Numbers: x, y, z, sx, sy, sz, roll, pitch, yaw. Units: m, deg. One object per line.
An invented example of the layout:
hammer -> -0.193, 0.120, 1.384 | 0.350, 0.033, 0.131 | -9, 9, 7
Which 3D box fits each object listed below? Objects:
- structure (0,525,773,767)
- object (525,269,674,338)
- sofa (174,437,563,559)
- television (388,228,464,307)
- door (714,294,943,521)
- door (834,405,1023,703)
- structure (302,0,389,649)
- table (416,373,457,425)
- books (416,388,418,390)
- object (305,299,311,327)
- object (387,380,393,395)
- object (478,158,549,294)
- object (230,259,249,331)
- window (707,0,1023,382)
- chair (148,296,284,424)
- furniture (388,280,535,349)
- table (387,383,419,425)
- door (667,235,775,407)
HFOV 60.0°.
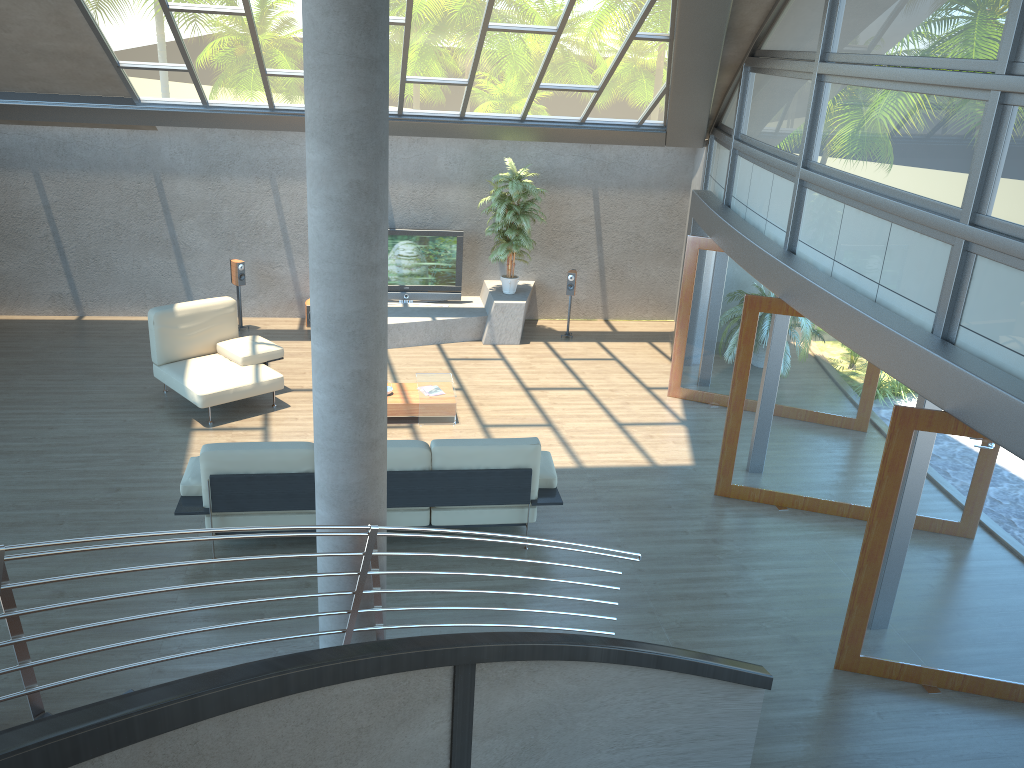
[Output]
structure -> -0.883, 1.186, 2.652 | 2.349, 3.653, 6.809 | 14, 24, 26
object -> -1.803, -1.720, 13.745 | 21.345, 0.982, 7.863 | 1, 21, -6
sofa -> -1.151, 0.749, 7.520 | 3.079, 0.947, 1.166 | 0, 21, -10
television -> -1.484, -1.652, 12.482 | 1.568, 1.063, 0.396 | 0, 21, -9
door -> 3.088, 0.300, 7.848 | 2.298, 1.977, 0.200 | 8, 22, 13
door -> 3.408, 1.196, 5.585 | 2.298, 1.977, 0.200 | 7, 22, 10
structure -> -0.762, -1.241, 4.097 | 0.381, 7.125, 0.382 | 17, 25, 31
table -> -0.851, 0.161, 9.842 | 0.400, 0.342, 0.680 | 0, 21, -9
books -> -0.926, 0.079, 9.838 | 0.189, 0.005, 0.275 | -8, 24, -28
object -> -2.752, -1.024, 12.642 | 0.362, 0.323, 0.425 | 0, 21, -9
object -> -1.388, 0.032, 9.672 | 0.178, 0.161, 0.178 | 16, 24, 29
object -> 0.010, -2.155, 12.192 | 0.932, 1.857, 0.895 | 19, 26, 36
object -> -3.735, -1.217, 12.119 | 0.171, 0.959, 0.234 | -16, 29, -41
window -> 3.705, -0.663, 3.992 | 1.098, 6.630, 16.616 | -1, 22, -11
chair -> -3.164, -0.308, 9.797 | 1.217, 1.023, 1.244 | -16, 29, -41
furniture -> -0.999, -0.963, 12.387 | 2.936, 0.610, 1.577 | 0, 21, -9
table -> -1.249, 0.213, 9.797 | 1.200, 0.250, 0.600 | 0, 21, -9
door -> 3.020, -0.574, 10.087 | 2.298, 1.977, 0.200 | 10, 22, 18
